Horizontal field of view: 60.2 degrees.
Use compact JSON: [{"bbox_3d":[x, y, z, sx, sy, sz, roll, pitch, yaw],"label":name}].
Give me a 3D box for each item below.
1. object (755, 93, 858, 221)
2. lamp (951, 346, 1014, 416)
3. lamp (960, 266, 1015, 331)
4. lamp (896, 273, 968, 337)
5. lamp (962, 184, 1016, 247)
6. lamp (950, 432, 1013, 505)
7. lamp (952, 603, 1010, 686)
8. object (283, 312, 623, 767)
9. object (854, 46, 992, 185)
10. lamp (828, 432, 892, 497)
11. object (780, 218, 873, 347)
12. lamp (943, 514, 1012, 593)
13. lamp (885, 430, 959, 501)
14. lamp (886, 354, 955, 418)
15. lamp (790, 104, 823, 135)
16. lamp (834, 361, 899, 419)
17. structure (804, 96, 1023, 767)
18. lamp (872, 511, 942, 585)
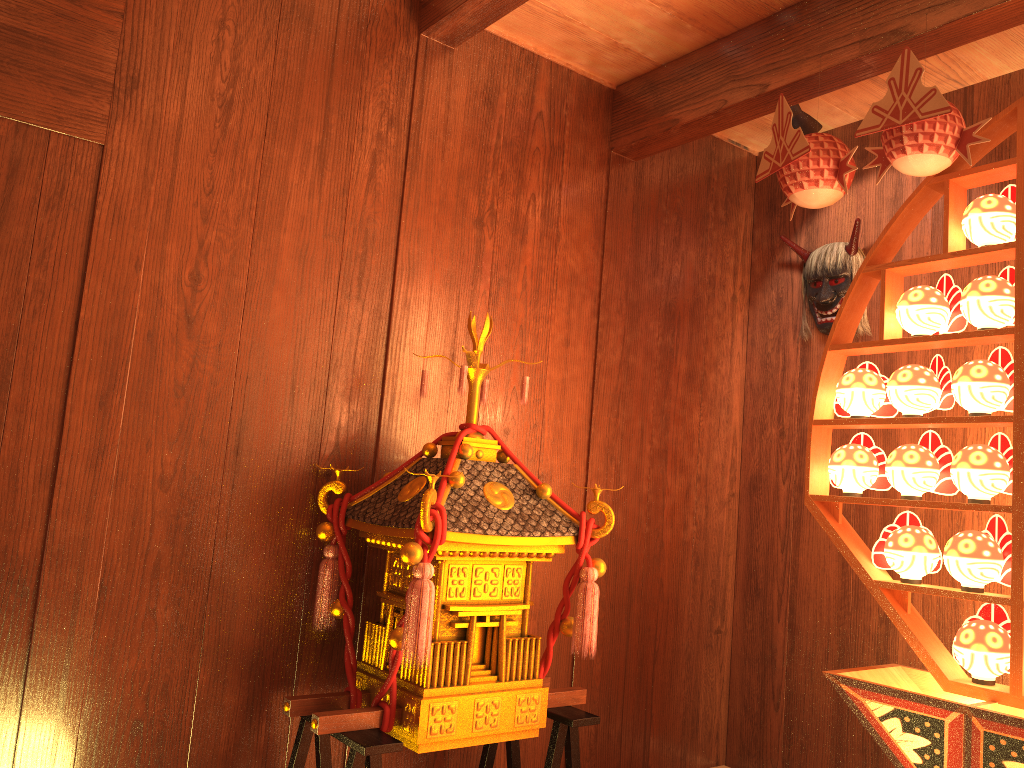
[{"bbox_3d":[0.854,-0.648,2.499,0.241,0.311,0.360,6,-7,-10],"label":"object"},{"bbox_3d":[1.209,-0.010,2.293,0.161,0.200,0.195,7,-8,-21],"label":"lamp"},{"bbox_3d":[1.238,-0.227,2.306,0.161,0.195,0.184,7,-8,-21],"label":"lamp"},{"bbox_3d":[1.132,-0.220,2.453,0.159,0.200,0.197,6,-7,-11],"label":"lamp"},{"bbox_3d":[1.257,-0.447,2.333,0.161,0.200,0.195,7,-8,-21],"label":"lamp"},{"bbox_3d":[1.192,0.211,2.263,0.161,0.192,0.178,7,-8,-22],"label":"lamp"},{"bbox_3d":[1.169,0.643,2.195,0.188,0.198,0.162,-2,-10,43],"label":"lamp"},{"bbox_3d":[-0.151,0.551,2.371,0.836,1.515,0.587,10,-9,-37],"label":"object"},{"bbox_3d":[1.048,-0.673,2.253,0.222,0.306,0.336,10,-9,-36],"label":"object"},{"bbox_3d":[0.981,0.228,2.545,0.183,0.195,0.162,-1,-9,38],"label":"lamp"},{"bbox_3d":[1.184,-0.359,3.330,0.142,0.454,0.351,10,-9,-36],"label":"object"},{"bbox_3d":[1.164,0.426,2.246,0.159,0.200,0.197,6,-7,-11],"label":"lamp"},{"bbox_3d":[1.084,0.216,2.407,0.161,0.200,0.194,8,-8,-26],"label":"lamp"},{"bbox_3d":[1.101,0.004,2.441,0.158,0.191,0.179,5,-7,-7],"label":"lamp"},{"bbox_3d":[0.964,-0.878,2.961,0.131,0.177,0.181,-1,-9,38],"label":"lamp"},{"bbox_3d":[1.009,0.013,2.560,0.183,0.187,0.162,0,-8,33],"label":"lamp"},{"bbox_3d":[1.470,0.270,1.877,0.506,2.197,1.895,10,-9,-36],"label":"structure"},{"bbox_3d":[1.076,0.438,2.375,0.183,0.194,0.159,3,-7,13],"label":"lamp"}]
